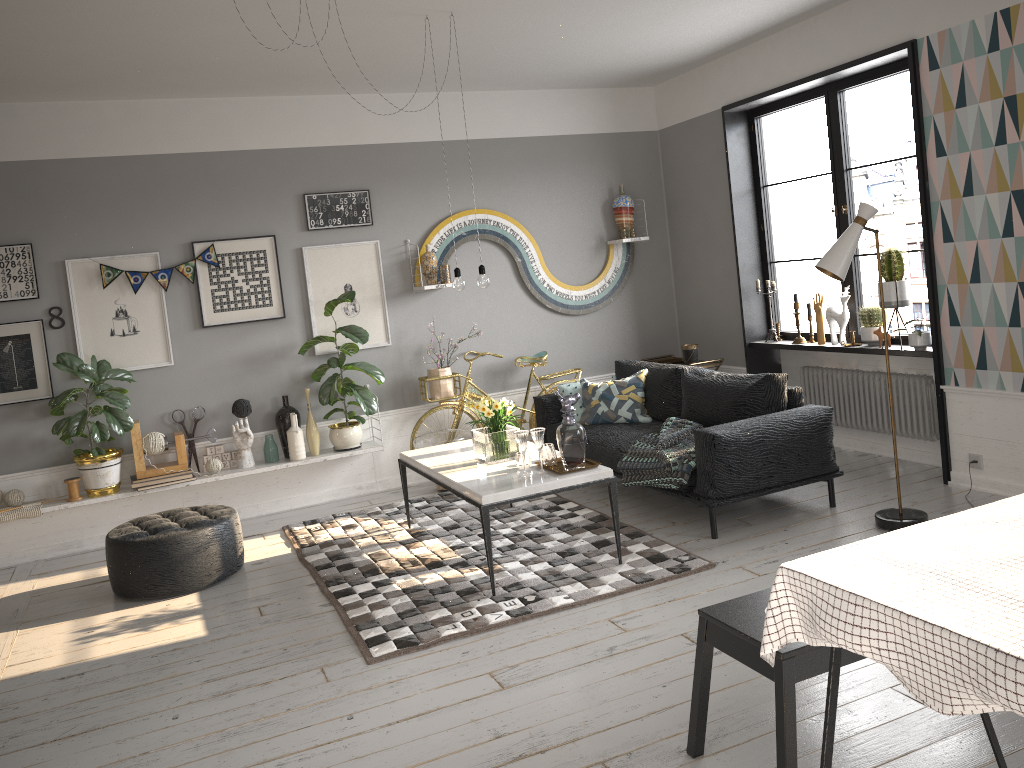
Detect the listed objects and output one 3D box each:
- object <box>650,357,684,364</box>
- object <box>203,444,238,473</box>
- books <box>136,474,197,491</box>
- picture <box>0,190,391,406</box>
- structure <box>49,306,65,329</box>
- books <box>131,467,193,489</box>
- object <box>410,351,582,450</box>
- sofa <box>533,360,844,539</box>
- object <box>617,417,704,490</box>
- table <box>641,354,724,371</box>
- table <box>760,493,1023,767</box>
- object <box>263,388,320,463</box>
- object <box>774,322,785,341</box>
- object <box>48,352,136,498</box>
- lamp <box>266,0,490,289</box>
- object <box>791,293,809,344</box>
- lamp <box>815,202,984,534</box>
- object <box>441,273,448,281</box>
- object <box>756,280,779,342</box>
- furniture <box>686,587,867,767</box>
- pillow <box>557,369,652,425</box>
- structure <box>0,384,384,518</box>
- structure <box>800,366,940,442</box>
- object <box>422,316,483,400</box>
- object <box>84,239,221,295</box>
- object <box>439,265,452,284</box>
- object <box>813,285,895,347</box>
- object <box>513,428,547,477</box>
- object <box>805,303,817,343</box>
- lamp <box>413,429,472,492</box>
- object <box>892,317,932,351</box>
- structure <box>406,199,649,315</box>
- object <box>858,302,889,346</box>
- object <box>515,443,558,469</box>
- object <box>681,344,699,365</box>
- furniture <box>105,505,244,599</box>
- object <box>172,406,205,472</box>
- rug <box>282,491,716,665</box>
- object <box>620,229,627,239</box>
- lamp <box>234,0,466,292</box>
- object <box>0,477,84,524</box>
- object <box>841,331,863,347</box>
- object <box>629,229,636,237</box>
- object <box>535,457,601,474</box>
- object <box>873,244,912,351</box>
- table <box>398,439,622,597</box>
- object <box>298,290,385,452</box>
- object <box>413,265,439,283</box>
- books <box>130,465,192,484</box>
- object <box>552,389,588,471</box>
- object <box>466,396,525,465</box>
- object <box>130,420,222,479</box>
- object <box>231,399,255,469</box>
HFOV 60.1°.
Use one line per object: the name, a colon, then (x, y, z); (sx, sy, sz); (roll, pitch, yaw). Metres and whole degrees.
object: (1.338, -0.195, 7.453); (0.247, 0.015, 0.319); (-9, 8, -22)
object: (-2.045, 0.513, 6.240); (0.265, 0.173, 0.078); (-8, 4, -17)
books: (-2.353, 0.655, 5.992); (0.369, 0.021, 0.297); (-10, 8, -28)
picture: (-3.536, -0.128, 3.479); (7.318, 1.786, 4.049); (-9, 7, -22)
structure: (-3.318, -0.336, 5.764); (0.741, 0.262, 0.024); (-9, 4, -23)
books: (-2.365, 0.633, 5.981); (0.385, 0.029, 0.260); (-9, 8, -22)
object: (-0.027, 0.193, 6.944); (1.634, 0.965, 0.426); (-10, 5, -31)
sofa: (0.996, 0.309, 5.886); (0.973, 0.793, 2.346); (-9, 7, -23)
object: (0.968, 0.421, 5.218); (0.492, 0.327, 0.667); (-9, 7, -27)
table: (1.432, 0.127, 7.331); (0.340, 0.676, 0.744); (-8, 6, -22)
table: (1.686, 0.704, 2.118); (2.032, 0.780, 0.933); (-9, 6, -23)
object: (-1.589, 0.294, 6.312); (0.331, 0.486, 0.288); (-4, 5, 28)
object: (2.049, -0.410, 6.809); (0.085, 0.151, 0.085); (-8, 5, -19)
object: (-2.719, 0.250, 5.766); (0.513, 0.959, 0.545); (-10, 5, -37)
lamp: (-0.628, -1.182, 4.387); (0.074, 1.529, 1.405); (-4, 6, 37)
object: (2.090, -0.484, 6.471); (0.123, 0.374, 0.123); (-8, 4, -18)
lamp: (2.190, -0.122, 4.549); (1.251, 1.695, 0.680); (-8, 4, -24)
object: (-0.515, -0.816, 6.814); (0.062, 0.081, 0.063); (-2, 7, 43)
object: (1.957, -0.564, 6.767); (0.144, 0.488, 0.163); (-5, 4, 14)
furniture: (1.370, 0.814, 2.842); (1.675, 0.453, 0.466); (-9, 6, -23)
pillow: (0.686, 0.094, 6.427); (0.446, 0.360, 0.798); (-11, 8, -40)
structure: (-2.270, 0.459, 6.057); (2.785, 0.484, 0.308); (-9, 5, -23)
structure: (2.462, 0.116, 6.159); (0.149, 0.426, 1.225); (-8, 7, -24)
object: (-0.439, -0.218, 6.741); (0.488, 0.638, 0.254); (-7, 4, -5)
object: (-2.451, -0.793, 6.096); (0.917, 0.338, 0.057); (-9, 4, -23)
object: (-0.509, -0.834, 6.731); (0.086, 0.139, 0.086); (-9, 5, -30)
object: (2.295, -0.460, 6.001); (0.135, 0.408, 0.664); (-8, 6, -21)
object: (0.100, 0.348, 4.512); (0.168, 0.226, 0.082); (-7, 4, -11)
object: (2.168, -0.450, 6.428); (0.075, 0.299, 0.076); (-6, 4, 8)
lamp: (-0.496, 0.563, 6.527); (0.432, 0.435, 0.435); (-6, 5, 8)
object: (2.473, -0.306, 5.399); (0.247, 0.203, 0.171); (-8, 5, -20)
structure: (0.191, -0.981, 7.095); (2.029, 0.951, 0.267); (-9, 4, -23)
object: (2.406, -0.399, 5.878); (0.234, 0.282, 0.215); (-2, 6, 41)
object: (0.183, 0.389, 4.689); (0.246, 0.087, 0.281); (0, 10, 45)
object: (1.433, -0.233, 7.108); (0.141, 0.159, 0.139); (-5, 5, 15)
furniture: (-1.930, 0.947, 5.090); (0.739, 0.355, 0.735); (-11, 8, -35)
object: (-2.239, 0.396, 6.196); (0.222, 0.461, 0.019); (-8, 4, -23)
rug: (-0.275, 0.921, 5.153); (1.776, 0.034, 2.533); (-9, 8, -22)
object: (0.924, -1.241, 7.334); (0.060, 0.079, 0.060); (-10, 6, -34)
lamp: (-0.765, -1.168, 4.394); (0.074, 1.529, 1.405); (-4, 6, 37)
object: (-3.175, 0.705, 5.649); (0.787, 0.305, 0.329); (-9, 6, -22)
object: (2.308, -0.309, 5.995); (0.123, 0.098, 0.123); (-6, 6, 0)
object: (0.999, -1.249, 7.329); (0.050, 0.058, 0.050); (-10, 6, -33)
object: (0.288, 0.419, 4.606); (0.247, 0.015, 0.319); (-9, 8, -22)
object: (2.404, -0.553, 5.554); (0.235, 0.667, 0.230); (-3, 5, 38)
table: (-0.070, 0.677, 4.992); (0.734, 0.508, 1.459); (-9, 7, -22)
object: (-1.226, -0.094, 6.425); (0.566, 1.145, 0.418); (-5, 4, 17)
object: (-0.639, -0.821, 6.661); (0.197, 0.165, 0.060); (-5, 4, 11)
books: (-2.374, 0.610, 5.988); (0.380, 0.017, 0.229); (-10, 8, -25)
object: (0.301, 0.224, 4.539); (0.156, 0.415, 0.149); (-7, 4, -3)
object: (-0.092, 0.247, 4.971); (0.326, 0.349, 0.352); (-8, 6, -20)
object: (-2.278, 0.436, 6.021); (0.547, 0.438, 0.239); (-9, 5, -23)
object: (-1.882, 0.344, 6.205); (0.155, 0.481, 0.136); (-8, 4, -23)
